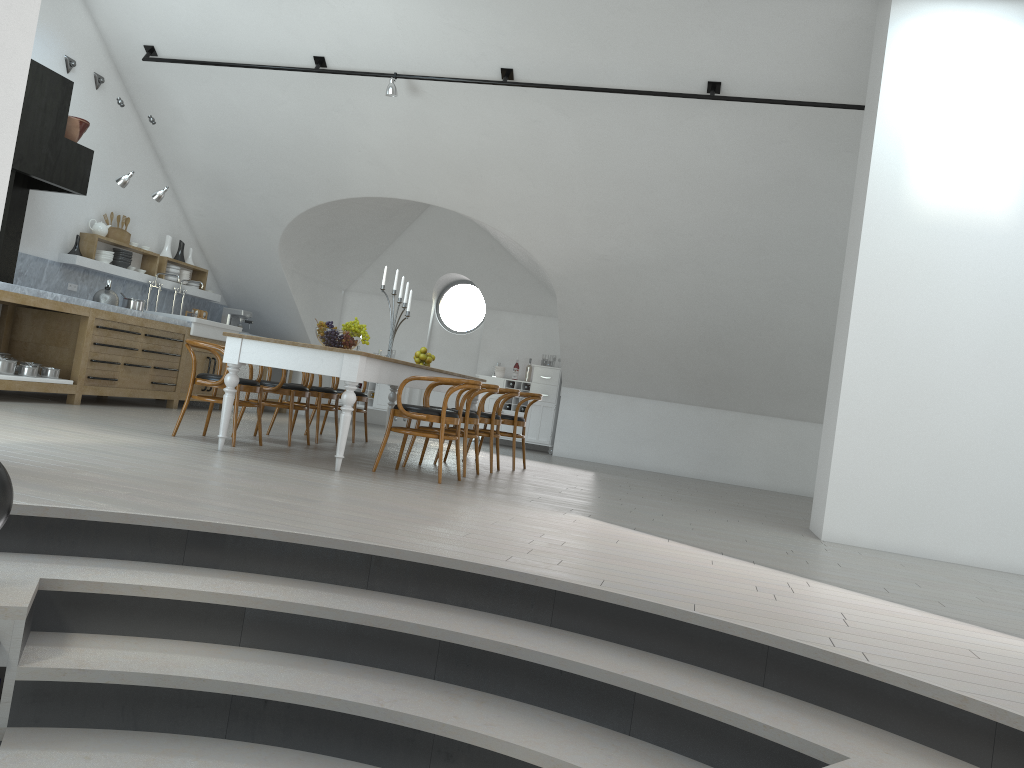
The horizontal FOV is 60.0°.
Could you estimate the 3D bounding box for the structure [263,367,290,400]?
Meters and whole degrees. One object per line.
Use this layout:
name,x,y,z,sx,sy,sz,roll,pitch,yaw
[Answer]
structure,-3.397,-0.153,11.875,0.631,0.637,0.631,8,-2,13

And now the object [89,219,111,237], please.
object,-4.343,-1.635,9.332,0.174,0.169,0.167,9,-2,-4

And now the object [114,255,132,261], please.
object,-4.266,-1.353,9.693,0.204,0.086,0.205,9,-2,-35

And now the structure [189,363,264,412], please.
structure,-3.575,-0.098,11.135,0.599,0.824,0.722,8,-2,13

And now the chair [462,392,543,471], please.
chair,-0.065,0.415,8.379,0.622,0.736,0.526,8,-2,15

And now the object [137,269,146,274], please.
object,-4.218,-1.274,10.087,0.098,0.049,0.098,8,-1,10

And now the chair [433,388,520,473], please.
chair,-0.284,0.369,7.690,0.622,0.736,0.526,8,-2,8

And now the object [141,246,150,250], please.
object,-4.177,-1.538,10.106,0.098,0.049,0.098,8,-1,10

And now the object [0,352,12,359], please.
object,-4.770,-0.239,7.982,0.454,0.197,0.268,10,-2,-43

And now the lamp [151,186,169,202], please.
lamp,-3.583,-1.935,9.031,0.169,0.176,0.112,8,-2,5

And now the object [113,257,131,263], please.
object,-4.276,-1.327,9.690,0.204,0.086,0.205,10,-2,-40

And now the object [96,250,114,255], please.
object,-4.329,-1.384,9.420,0.180,0.076,0.181,10,-2,-40

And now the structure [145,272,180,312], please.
structure,-3.981,-1.001,10.132,0.332,0.530,0.214,9,-3,-7

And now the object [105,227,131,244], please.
object,-4.287,-1.616,9.635,0.084,0.158,0.353,8,-1,13

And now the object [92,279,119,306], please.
object,-4.020,-0.910,8.809,0.246,0.268,0.245,8,-2,23

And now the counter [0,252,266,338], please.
counter,-4.052,-1.020,9.284,0.962,0.620,6.562,8,-1,13

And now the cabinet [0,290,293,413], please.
cabinet,-4.168,-0.209,9.168,1.004,1.023,6.415,8,-1,13

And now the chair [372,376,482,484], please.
chair,-0.568,0.299,6.268,0.622,0.736,0.526,8,-2,16

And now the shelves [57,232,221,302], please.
shelves,-4.256,-1.871,8.877,0.480,1.363,5.541,8,-1,7

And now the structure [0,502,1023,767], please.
structure,-0.666,0.905,1.144,4.698,0.694,4.715,9,-1,-32

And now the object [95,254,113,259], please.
object,-4.337,-1.333,9.414,0.180,0.065,0.181,10,-2,-40

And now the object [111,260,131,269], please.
object,-4.280,-1.300,9.689,0.205,0.072,0.205,9,-1,0

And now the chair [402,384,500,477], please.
chair,-0.453,0.330,6.985,0.622,0.736,0.526,8,-2,13

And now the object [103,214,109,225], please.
object,-4.318,-1.686,9.488,0.016,0.259,0.198,7,-2,23

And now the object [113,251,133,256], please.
object,-4.267,-1.401,9.701,0.206,0.084,0.204,7,-2,40

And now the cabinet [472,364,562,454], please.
cabinet,0.091,0.297,12.209,1.243,1.155,0.608,8,-2,13

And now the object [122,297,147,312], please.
object,-3.934,-0.822,9.274,0.232,0.170,0.394,9,-1,-8

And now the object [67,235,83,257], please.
object,-4.433,-1.412,9.030,0.156,0.219,0.156,9,-2,-6

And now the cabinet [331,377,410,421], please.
cabinet,-2.015,0.055,12.491,1.135,0.790,0.496,8,-2,13

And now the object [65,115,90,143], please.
object,-4.074,-2.313,8.100,0.367,0.237,0.347,8,-2,30

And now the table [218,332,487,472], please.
table,-1.162,0.198,7.474,1.019,0.800,3.342,8,-1,13

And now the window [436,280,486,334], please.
window,-0.716,-1.117,12.983,0.900,0.901,0.060,8,-3,13

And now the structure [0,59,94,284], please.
structure,-4.380,-1.802,7.761,0.781,1.887,1.073,8,-2,13

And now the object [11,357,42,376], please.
object,-4.376,-0.150,8.001,0.309,0.134,0.181,7,-2,37

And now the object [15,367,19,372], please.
object,-4.448,-0.160,7.702,0.508,0.052,0.263,9,-1,-11

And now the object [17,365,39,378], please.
object,-4.201,-0.123,7.603,0.261,0.113,0.153,8,-2,2

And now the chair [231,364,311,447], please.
chair,-1.994,0.108,7.387,0.622,0.736,0.526,8,-2,9

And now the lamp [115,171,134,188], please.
lamp,-3.710,-1.961,8.468,0.165,0.178,0.115,7,-3,31

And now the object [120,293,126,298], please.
object,-3.979,-0.856,9.204,0.236,0.167,0.051,8,-3,8

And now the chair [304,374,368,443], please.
chair,-1.735,0.174,8.812,0.622,0.736,0.526,8,-2,9

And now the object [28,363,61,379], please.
object,-4.158,-0.111,7.902,0.261,0.113,0.153,8,-2,12

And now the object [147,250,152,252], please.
object,-4.180,-1.515,10.105,0.164,0.012,0.163,8,-1,30

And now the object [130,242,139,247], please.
object,-4.222,-1.549,9.898,0.098,0.049,0.098,8,-1,10

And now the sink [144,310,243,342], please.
sink,-3.711,-0.652,10.257,0.728,0.202,1.019,8,-1,13

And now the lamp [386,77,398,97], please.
lamp,-1.123,-2.793,8.349,0.112,0.175,0.114,10,-3,-25

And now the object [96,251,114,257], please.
object,-4.333,-1.356,9.418,0.181,0.069,0.180,8,-2,30

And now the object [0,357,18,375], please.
object,-4.347,-0.169,7.424,0.378,0.164,0.222,8,-2,2

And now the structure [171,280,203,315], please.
structure,-3.878,-0.976,10.608,0.332,0.530,0.214,9,-3,-7

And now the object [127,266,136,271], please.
object,-4.258,-1.283,9.899,0.098,0.049,0.098,8,-1,10

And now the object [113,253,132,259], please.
object,-4.268,-1.376,9.696,0.205,0.072,0.205,9,-1,0

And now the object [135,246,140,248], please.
object,-4.225,-1.526,9.896,0.164,0.012,0.163,8,-1,30

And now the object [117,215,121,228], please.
object,-4.284,-1.696,9.641,0.040,0.300,0.061,8,-3,10

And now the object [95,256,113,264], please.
object,-4.340,-1.310,9.413,0.181,0.064,0.180,8,-2,35

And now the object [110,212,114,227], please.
object,-4.310,-1.703,9.525,0.027,0.299,0.055,8,-3,13

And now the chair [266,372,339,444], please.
chair,-1.898,0.136,8.110,0.622,0.736,0.526,8,-2,16

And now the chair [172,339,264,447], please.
chair,-2.205,0.063,6.695,0.622,0.736,0.526,8,-2,13

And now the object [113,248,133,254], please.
object,-4.265,-1.429,9.701,0.205,0.080,0.205,8,-1,15
